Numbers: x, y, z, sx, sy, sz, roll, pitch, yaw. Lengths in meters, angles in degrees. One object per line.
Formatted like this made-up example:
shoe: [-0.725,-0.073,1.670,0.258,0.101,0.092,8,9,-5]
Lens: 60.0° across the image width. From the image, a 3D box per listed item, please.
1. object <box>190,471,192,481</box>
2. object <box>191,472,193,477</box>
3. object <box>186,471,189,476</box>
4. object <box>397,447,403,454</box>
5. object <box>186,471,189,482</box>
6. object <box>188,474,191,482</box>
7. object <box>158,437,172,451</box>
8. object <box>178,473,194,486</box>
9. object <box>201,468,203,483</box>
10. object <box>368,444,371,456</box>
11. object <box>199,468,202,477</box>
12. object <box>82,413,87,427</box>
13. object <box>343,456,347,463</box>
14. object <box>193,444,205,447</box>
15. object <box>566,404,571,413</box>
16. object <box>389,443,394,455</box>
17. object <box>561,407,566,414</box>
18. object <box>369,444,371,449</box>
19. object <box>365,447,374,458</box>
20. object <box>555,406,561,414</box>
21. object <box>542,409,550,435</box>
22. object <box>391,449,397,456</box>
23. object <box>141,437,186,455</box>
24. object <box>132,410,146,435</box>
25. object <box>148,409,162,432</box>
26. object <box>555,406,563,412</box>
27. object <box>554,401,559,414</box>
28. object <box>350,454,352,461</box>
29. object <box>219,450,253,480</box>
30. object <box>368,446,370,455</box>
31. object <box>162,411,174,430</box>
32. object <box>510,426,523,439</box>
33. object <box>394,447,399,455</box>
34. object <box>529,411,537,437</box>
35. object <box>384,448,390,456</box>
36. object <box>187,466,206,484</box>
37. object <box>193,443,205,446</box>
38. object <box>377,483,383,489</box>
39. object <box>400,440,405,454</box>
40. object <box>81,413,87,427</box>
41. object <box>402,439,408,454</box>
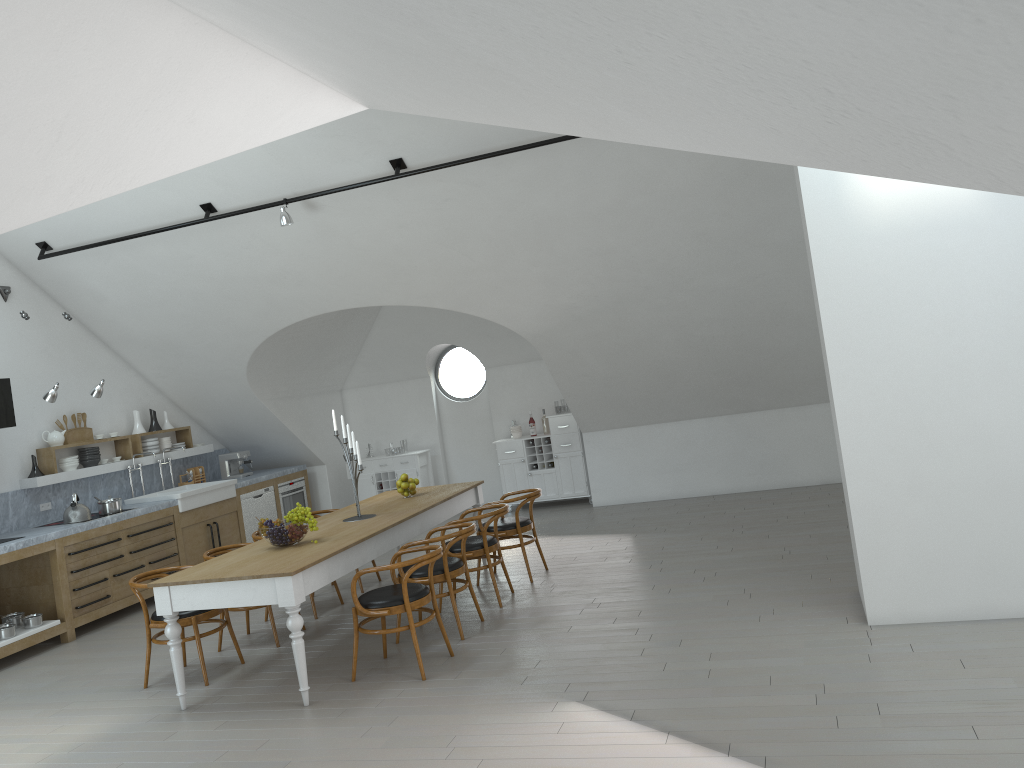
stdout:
object: [-3.839,1.132,10.624,0.040,0.192,0.042,-8,-1,-36]
object: [-3.841,1.145,10.638,0.044,0.179,0.019,-8,-1,2]
object: [-3.885,1.139,10.639,0.040,0.192,0.042,-8,-1,-35]
object: [-1.486,0.891,11.823,0.071,0.099,0.071,-9,-1,41]
object: [-3.874,1.140,10.614,0.019,0.196,0.022,-8,-1,6]
object: [-3.856,1.147,10.603,0.019,0.179,0.044,-8,-1,-17]
object: [-4.054,0.705,10.358,0.158,0.160,0.154,-8,0,-44]
object: [-3.898,1.159,10.592,0.100,0.171,0.173,-9,0,19]
object: [-3.803,1.128,10.855,0.019,0.196,0.022,-9,-1,18]
object: [-1.963,0.906,12.149,0.039,0.175,0.054,-9,-1,18]
object: [-3.798,1.124,10.829,0.040,0.192,0.042,-8,-1,-22]
object: [-4.487,0.449,9.305,0.039,0.298,0.068,-9,-1,18]
object: [-2.222,1.084,11.974,0.088,0.269,0.029,-8,-1,-9]
object: [-3.896,0.769,10.934,0.213,0.025,0.213,-8,1,5]
object: [0.717,0.295,11.283,0.046,0.143,0.046,-9,-1,29]
object: [-1.609,0.873,11.868,0.048,0.169,0.048,-8,-1,5]
object: [0.646,0.337,11.311,0.077,0.085,0.077,-9,0,25]
object: [-1.937,0.904,12.126,0.039,0.164,0.024,-9,-1,30]
object: [-1.950,0.940,12.141,0.101,0.138,0.067,-9,-1,17]
object: [0.592,0.335,11.243,0.082,0.105,0.081,-8,-1,-34]
object: [0.428,0.486,11.404,0.085,0.331,0.085,-8,-1,-23]
object: [-1.566,0.909,11.812,0.077,0.085,0.077,-8,0,5]
object: [-4.077,0.710,10.364,0.197,0.196,0.657,-8,0,17]
object: [-4.241,0.430,10.046,0.156,0.268,0.156,-8,-1,6]
object: [-4.160,0.415,10.296,0.156,0.268,0.156,-9,-1,22]
object: [0.607,0.338,11.395,0.095,0.093,0.093,-8,0,-40]
object: [0.576,0.305,11.324,0.048,0.169,0.048,-8,-1,-40]
object: [-2.170,1.076,11.958,0.088,0.269,0.029,-9,-1,44]
object: [-3.417,1.014,11.152,0.386,0.320,0.324,-8,0,17]
object: [-1.949,0.920,12.148,0.097,0.137,0.029,-9,-1,21]
object: [-4.098,0.429,10.513,0.156,0.218,0.156,-8,-1,-1]
object: [0.060,0.626,11.502,0.158,0.160,0.154,-8,0,-44]
object: [-1.536,0.900,11.899,0.094,0.093,0.093,-8,0,5]
object: [0.260,0.511,11.464,0.081,0.330,0.081,-9,-1,13]
object: [-1.653,0.912,11.801,0.081,0.105,0.082,-9,-1,31]
object: [-3.846,1.123,10.808,0.104,0.223,0.200,-9,0,18]
object: [-3.898,0.761,10.934,0.213,0.025,0.213,-8,1,5]
object: [-1.714,1.362,11.828,0.081,0.085,0.317,-8,0,18]
object: [-1.466,0.846,11.889,0.054,0.179,0.054,-8,-1,-5]
object: [-4.493,0.450,9.346,0.030,0.294,0.057,-9,-1,17]
object: [-1.423,0.837,11.843,0.063,0.187,0.063,-8,-1,3]
